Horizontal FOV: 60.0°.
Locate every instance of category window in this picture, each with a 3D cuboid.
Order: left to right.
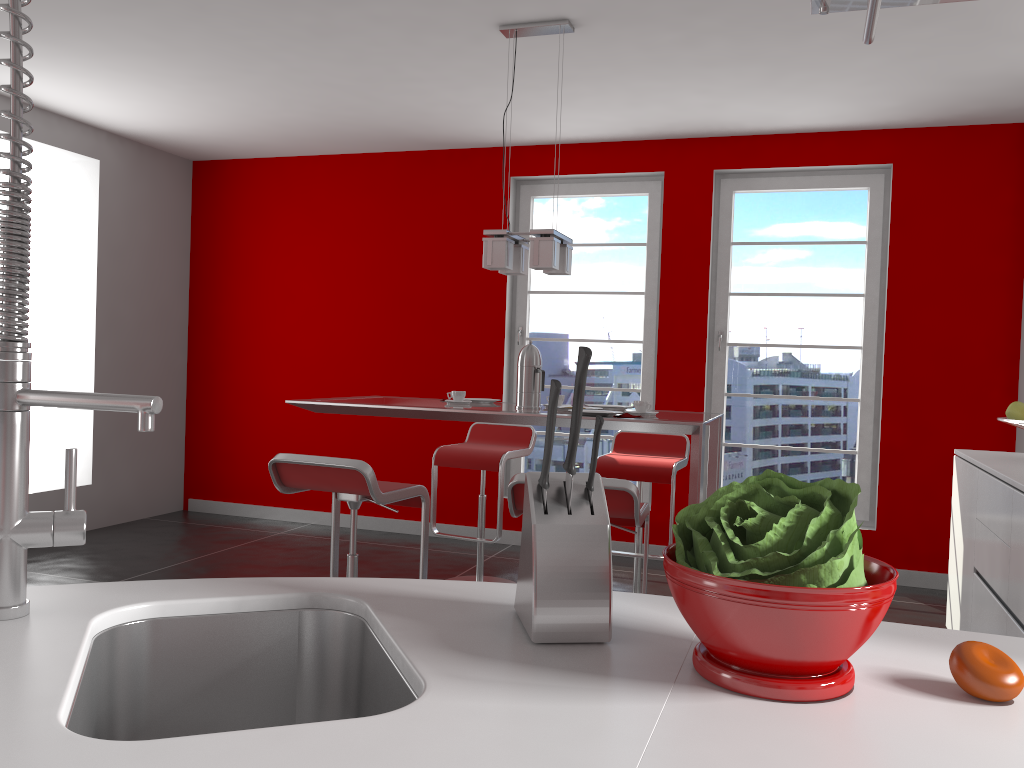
[{"bbox_3d":[0.464,-0.283,5.762,0.938,2.038,0.117,3,1,19],"label":"window"},{"bbox_3d":[1.696,-0.229,5.348,0.938,2.038,0.117,3,1,19],"label":"window"}]

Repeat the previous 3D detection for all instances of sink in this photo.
[{"bbox_3d":[-0.284,0.382,0.928,0.326,0.172,0.428,2,1,-20],"label":"sink"}]

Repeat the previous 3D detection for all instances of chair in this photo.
[{"bbox_3d":[-0.576,0.665,3.131,0.418,0.857,0.460,3,1,23],"label":"chair"},{"bbox_3d":[-0.148,0.644,4.680,0.418,0.857,0.460,3,2,26],"label":"chair"},{"bbox_3d":[0.214,0.700,2.861,0.418,0.857,0.460,2,1,14],"label":"chair"},{"bbox_3d":[0.641,0.678,4.436,0.418,0.857,0.460,3,1,21],"label":"chair"}]

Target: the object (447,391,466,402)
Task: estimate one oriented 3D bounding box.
[{"bbox_3d":[-0.240,0.056,3.892,0.078,0.049,0.062,3,2,41],"label":"object"}]

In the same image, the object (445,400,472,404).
[{"bbox_3d":[-0.235,0.081,3.887,0.119,0.016,0.119,2,1,-1],"label":"object"}]

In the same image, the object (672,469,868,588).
[{"bbox_3d":[0.259,0.184,0.906,0.198,0.182,0.193,3,1,24],"label":"object"}]

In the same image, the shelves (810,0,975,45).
[{"bbox_3d":[0.749,-0.892,0.703,0.934,1.023,0.462,3,1,19],"label":"shelves"}]

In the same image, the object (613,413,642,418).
[{"bbox_3d":[0.447,0.119,3.336,0.095,0.012,0.234,3,1,19],"label":"object"}]

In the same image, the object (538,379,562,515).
[{"bbox_3d":[0.037,0.133,1.018,0.012,0.279,0.130,2,1,-10],"label":"object"}]

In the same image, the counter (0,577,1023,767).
[{"bbox_3d":[-0.110,0.735,0.412,2.865,0.880,1.868,1,2,-38],"label":"counter"}]

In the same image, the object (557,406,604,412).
[{"bbox_3d":[0.268,0.104,3.643,0.217,0.015,0.217,1,2,-34],"label":"object"}]

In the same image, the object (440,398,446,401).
[{"bbox_3d":[-0.289,0.074,4.134,0.095,0.012,0.234,2,1,17],"label":"object"}]

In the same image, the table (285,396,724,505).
[{"bbox_3d":[-0.022,0.598,3.786,1.700,1.000,0.800,3,1,19],"label":"table"}]

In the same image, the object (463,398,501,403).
[{"bbox_3d":[-0.159,0.078,4.087,0.217,0.015,0.217,3,2,42],"label":"object"}]

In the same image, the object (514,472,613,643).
[{"bbox_3d":[0.060,0.194,1.042,0.091,0.178,0.137,2,1,-8],"label":"object"}]

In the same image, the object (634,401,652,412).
[{"bbox_3d":[0.521,0.093,3.515,0.078,0.049,0.062,3,1,18],"label":"object"}]

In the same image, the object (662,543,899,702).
[{"bbox_3d":[0.267,0.238,0.904,0.229,0.118,0.228,2,1,-10],"label":"object"}]

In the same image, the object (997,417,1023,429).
[{"bbox_3d":[2.118,0.223,3.465,0.398,0.159,0.398,2,1,-22],"label":"object"}]

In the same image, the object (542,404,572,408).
[{"bbox_3d":[0.196,0.097,3.851,0.119,0.016,0.119,2,1,16],"label":"object"}]

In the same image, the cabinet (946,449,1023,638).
[{"bbox_3d":[1.932,0.748,2.961,0.610,0.880,1.802,3,1,19],"label":"cabinet"}]

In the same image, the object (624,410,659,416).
[{"bbox_3d":[0.513,0.116,3.518,0.119,0.016,0.119,3,2,38],"label":"object"}]

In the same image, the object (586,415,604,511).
[{"bbox_3d":[0.090,0.133,1.026,0.009,0.197,0.091,2,1,-10],"label":"object"}]

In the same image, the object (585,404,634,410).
[{"bbox_3d":[0.427,0.103,3.897,0.217,0.015,0.217,2,1,-6],"label":"object"}]

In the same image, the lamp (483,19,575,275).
[{"bbox_3d":[0.086,-0.986,3.730,0.304,1.025,0.304,3,1,19],"label":"lamp"}]

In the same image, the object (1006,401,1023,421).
[{"bbox_3d":[2.021,0.113,3.520,0.083,0.086,0.100,2,1,-22],"label":"object"}]

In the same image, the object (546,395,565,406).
[{"bbox_3d":[0.193,0.073,3.857,0.062,0.049,0.078,1,2,-31],"label":"object"}]

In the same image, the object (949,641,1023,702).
[{"bbox_3d":[0.462,0.280,0.864,0.064,0.048,0.063,2,1,-3],"label":"object"}]

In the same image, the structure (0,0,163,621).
[{"bbox_3d":[-0.538,-0.194,0.940,0.308,0.920,0.178,1,2,-28],"label":"structure"}]

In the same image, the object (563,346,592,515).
[{"bbox_3d":[0.066,0.119,1.013,0.014,0.322,0.150,2,1,-10],"label":"object"}]

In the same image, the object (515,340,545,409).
[{"bbox_3d":[0.088,-0.041,3.715,0.149,0.287,0.113,3,2,27],"label":"object"}]

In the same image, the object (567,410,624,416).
[{"bbox_3d":[0.319,0.112,3.386,0.217,0.015,0.217,1,2,-35],"label":"object"}]
